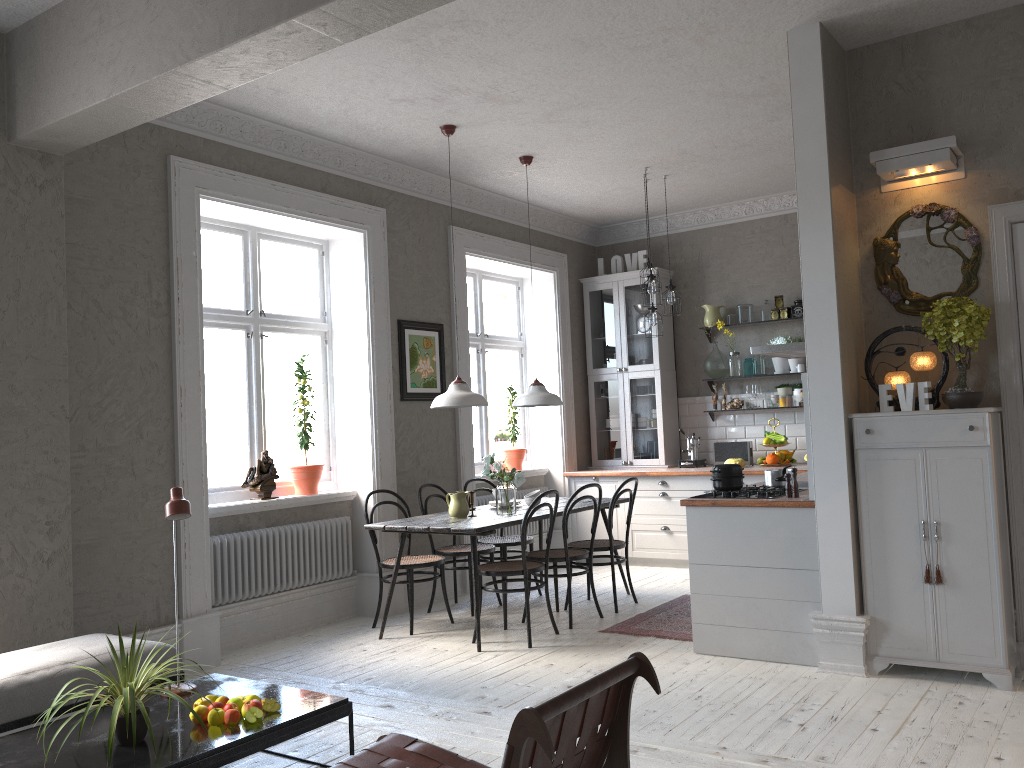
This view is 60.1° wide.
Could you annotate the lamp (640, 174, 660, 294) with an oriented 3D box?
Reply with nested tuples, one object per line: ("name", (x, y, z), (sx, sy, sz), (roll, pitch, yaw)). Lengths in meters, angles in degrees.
("lamp", (1.076, -1.601, 7.178), (0.144, 1.735, 0.149), (-4, -3, 22))

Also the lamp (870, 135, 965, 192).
("lamp", (2.100, -1.135, 4.593), (0.407, 0.171, 0.224), (-5, -3, 34))

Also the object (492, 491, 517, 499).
("object", (-0.052, 0.830, 6.445), (0.176, 0.094, 0.182), (-4, -3, 26))

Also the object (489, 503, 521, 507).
("object", (-0.049, 0.883, 6.443), (0.242, 0.027, 0.232), (-1, -4, -37))

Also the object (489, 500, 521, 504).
("object", (-0.050, 0.865, 6.443), (0.242, 0.027, 0.233), (-1, -3, -32))

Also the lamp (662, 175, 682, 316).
("lamp", (1.262, -1.426, 7.239), (0.144, 1.735, 0.149), (-4, -3, 22))

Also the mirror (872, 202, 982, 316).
("mirror", (2.167, -0.655, 4.640), (0.522, 0.593, 0.072), (-4, -3, 34))

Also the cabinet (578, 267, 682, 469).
("cabinet", (1.176, -0.114, 8.724), (0.862, 1.921, 0.395), (-4, -3, 34))

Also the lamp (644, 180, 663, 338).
("lamp", (1.130, -1.256, 7.331), (0.146, 1.735, 0.147), (-3, -3, 2))

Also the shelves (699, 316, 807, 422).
("shelves", (2.382, -0.111, 8.069), (1.290, 0.923, 0.233), (-5, -3, 34))

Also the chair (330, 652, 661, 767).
("chair", (-0.159, 1.071, 2.289), (0.997, 0.721, 0.518), (-5, -3, 34))

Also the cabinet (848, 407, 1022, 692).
("cabinet", (2.090, 0.779, 4.390), (0.653, 1.297, 0.391), (-4, -3, 34))

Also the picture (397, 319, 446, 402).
("picture", (-0.690, -0.175, 6.871), (0.019, 0.619, 0.531), (-4, -3, 35))

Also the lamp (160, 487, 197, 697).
("lamp", (-1.358, 0.835, 3.575), (0.140, 0.839, 0.248), (-2, -3, -19))

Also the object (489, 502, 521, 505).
("object", (-0.049, 0.874, 6.443), (0.237, 0.027, 0.238), (-3, -3, 3))

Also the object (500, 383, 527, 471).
("object", (0.004, 0.398, 8.269), (0.265, 0.813, 0.255), (-1, -3, -28))

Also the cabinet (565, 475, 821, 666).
("cabinet", (1.761, 1.124, 6.683), (2.001, 0.854, 4.167), (-2, -3, -8))

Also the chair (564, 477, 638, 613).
("chair", (0.643, 1.131, 6.326), (0.539, 0.920, 0.446), (-4, -3, 32))

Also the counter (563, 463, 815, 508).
("counter", (1.291, 0.742, 6.829), (3.099, 0.039, 3.458), (-5, -3, 35))

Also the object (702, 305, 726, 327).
("object", (1.899, -0.640, 8.342), (0.177, 0.216, 0.187), (0, -4, -41))

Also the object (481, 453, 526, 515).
("object", (-0.051, 0.661, 5.886), (0.306, 0.414, 0.256), (-4, -3, 33))

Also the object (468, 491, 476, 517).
("object", (-0.265, 0.795, 5.882), (0.060, 0.167, 0.058), (0, -4, -42))

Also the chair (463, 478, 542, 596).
("chair", (-0.086, 1.192, 6.873), (0.447, 0.920, 0.537), (0, -4, -43))

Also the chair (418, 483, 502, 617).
("chair", (-0.387, 1.187, 6.478), (0.539, 0.920, 0.446), (-4, -3, 32))

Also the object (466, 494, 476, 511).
("object", (-0.327, 0.849, 6.352), (0.138, 0.112, 0.141), (-4, -3, 17))

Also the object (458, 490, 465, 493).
("object", (-0.344, 0.801, 5.979), (0.063, 0.172, 0.061), (-1, -3, -34))

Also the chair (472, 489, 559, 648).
("chair", (0.032, 1.119, 5.486), (0.539, 0.920, 0.446), (-4, -3, 32))

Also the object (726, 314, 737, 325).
("object", (2.064, -0.596, 8.299), (0.101, 0.111, 0.105), (-5, -3, 34))

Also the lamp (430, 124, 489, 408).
("lamp", (-0.381, -0.773, 5.807), (0.384, 1.858, 0.374), (-2, -3, -18))

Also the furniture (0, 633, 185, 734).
("furniture", (-1.890, 1.334, 3.640), (0.572, 0.476, 0.844), (-5, -3, 35))

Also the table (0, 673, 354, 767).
("table", (-1.339, 1.380, 3.105), (0.832, 0.303, 1.336), (-5, -3, 35))

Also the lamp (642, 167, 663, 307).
("lamp", (1.065, -1.479, 6.987), (0.148, 1.735, 0.146), (-2, -3, -8))

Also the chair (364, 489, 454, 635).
("chair", (-0.711, 1.179, 6.013), (0.537, 0.920, 0.447), (-5, -4, 42))

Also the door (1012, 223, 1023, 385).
("door", (2.847, 0.267, 4.164), (0.736, 2.183, 0.081), (-4, -3, 34))

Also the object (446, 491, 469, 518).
("object", (-0.359, 0.796, 5.843), (0.150, 0.170, 0.135), (-2, -3, -4))

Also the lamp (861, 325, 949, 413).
("lamp", (2.032, -0.022, 4.562), (0.440, 0.558, 0.175), (-5, -4, 42))

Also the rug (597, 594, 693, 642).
("rug", (1.205, 1.533, 5.872), (0.722, 0.014, 1.315), (-5, -3, 35))

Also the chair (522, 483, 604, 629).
("chair", (0.343, 1.126, 5.933), (0.537, 0.920, 0.447), (-5, -4, 42))

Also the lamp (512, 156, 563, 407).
("lamp", (0.146, -0.761, 6.551), (0.371, 1.858, 0.387), (-5, -4, 42))

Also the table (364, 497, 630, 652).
("table", (-0.005, 1.248, 6.189), (0.887, 0.735, 1.958), (-5, -3, 35))

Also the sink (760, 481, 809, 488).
("sink", (1.879, 0.530, 5.624), (0.518, 0.720, 0.496), (-5, -3, 35))
